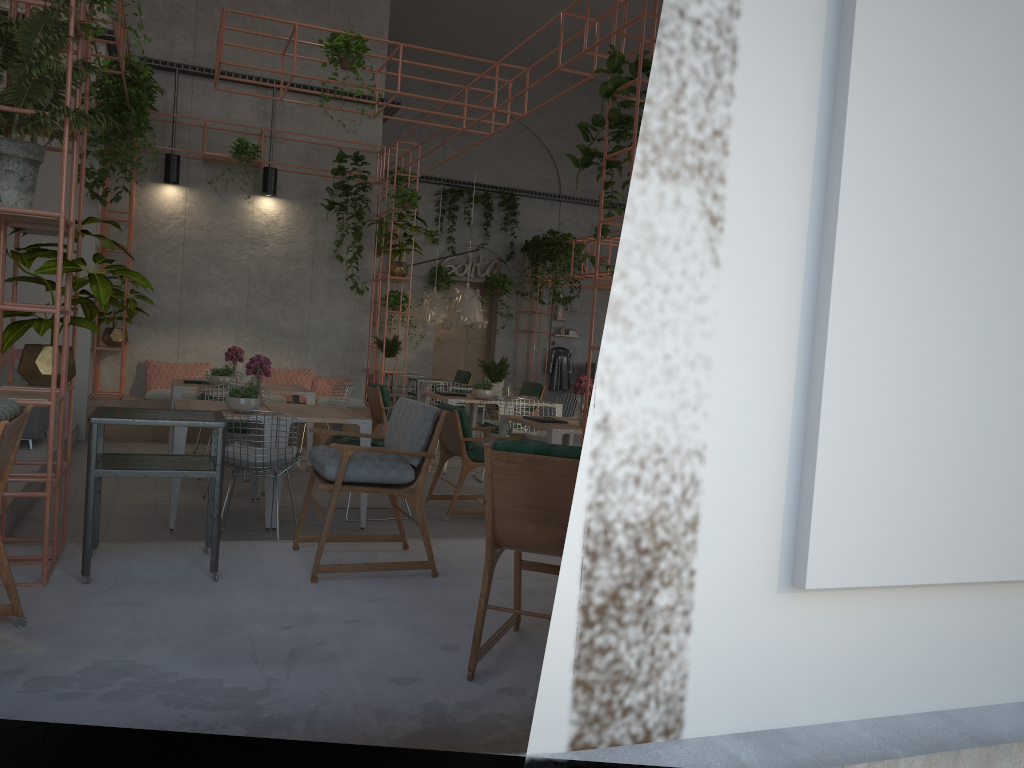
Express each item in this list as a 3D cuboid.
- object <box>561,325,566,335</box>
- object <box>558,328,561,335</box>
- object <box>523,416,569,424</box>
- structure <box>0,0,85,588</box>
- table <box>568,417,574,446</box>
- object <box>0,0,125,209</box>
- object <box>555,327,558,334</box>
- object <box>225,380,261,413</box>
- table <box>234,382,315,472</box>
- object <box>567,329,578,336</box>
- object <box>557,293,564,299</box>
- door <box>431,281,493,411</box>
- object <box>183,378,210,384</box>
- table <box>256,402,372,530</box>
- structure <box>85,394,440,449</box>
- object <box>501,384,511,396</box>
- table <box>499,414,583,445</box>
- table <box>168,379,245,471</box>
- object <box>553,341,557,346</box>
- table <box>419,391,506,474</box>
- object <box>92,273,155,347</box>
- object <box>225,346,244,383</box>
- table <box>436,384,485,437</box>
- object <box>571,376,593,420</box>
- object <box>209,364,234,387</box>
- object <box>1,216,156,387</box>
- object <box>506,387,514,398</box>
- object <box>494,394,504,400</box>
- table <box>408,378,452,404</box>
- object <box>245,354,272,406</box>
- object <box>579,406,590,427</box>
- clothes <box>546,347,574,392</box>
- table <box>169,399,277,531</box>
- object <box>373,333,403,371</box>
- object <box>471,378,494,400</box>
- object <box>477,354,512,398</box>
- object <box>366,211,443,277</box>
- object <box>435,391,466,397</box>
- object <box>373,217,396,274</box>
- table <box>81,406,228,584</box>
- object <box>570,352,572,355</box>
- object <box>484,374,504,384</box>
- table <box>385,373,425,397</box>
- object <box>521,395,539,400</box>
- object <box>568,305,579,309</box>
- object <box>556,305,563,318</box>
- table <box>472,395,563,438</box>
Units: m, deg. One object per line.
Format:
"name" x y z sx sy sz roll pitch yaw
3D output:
"object" 1.108 -1.162 19.107 0.081 0.204 0.081 3 3 -21
"object" 1.030 -1.139 19.069 0.063 0.151 0.063 2 3 -35
"object" 0.295 0.323 7.890 0.268 0.031 0.427 3 3 -21
"structure" -2.301 -0.869 4.032 0.748 3.623 0.722 3 3 -21
"table" 1.043 0.787 8.097 0.694 0.830 1.214 3 3 -21
"object" -2.300 -1.359 4.123 0.894 1.101 0.900 6 3 33
"object" 0.962 -1.151 19.065 0.055 0.164 0.092 4 2 -3
"object" -1.967 0.088 6.491 0.247 0.247 0.252 3 3 -22
"table" -2.604 0.446 9.646 0.694 0.830 1.214 3 3 -21
"object" 1.306 -1.118 19.187 0.219 0.149 0.129 3 3 -21
"object" 1.039 -1.886 19.017 0.133 0.145 0.133 6 3 30
"door" -1.223 -0.821 19.095 1.360 2.729 0.551 3 3 -21
"object" -3.351 -0.030 9.438 0.268 0.031 0.427 3 3 -21
"table" -1.615 0.626 7.102 0.694 0.830 1.214 3 3 -21
"structure" -4.042 0.337 13.975 4.386 0.500 5.831 3 3 -21
"object" -0.132 0.075 10.945 0.165 0.154 0.210 3 3 -32
"table" 0.397 0.752 7.838 0.694 0.830 1.205 3 3 -21
"table" -3.250 0.410 9.387 0.694 0.830 1.205 3 3 -21
"object" 0.923 -0.887 19.107 0.093 0.121 0.049 3 3 -19
"table" -0.627 0.555 10.420 0.694 0.830 1.205 3 3 -21
"object" -4.784 -0.908 10.708 0.934 0.919 0.903 6 3 40
"object" -3.057 -0.214 9.754 0.213 0.414 0.225 3 3 -29
"table" -0.801 0.438 13.642 0.635 0.798 0.602 3 3 -21
"object" 0.659 0.128 8.278 0.213 0.414 0.225 3 3 -29
"object" -2.957 -0.092 9.033 0.248 0.247 0.254 3 3 -21
"object" -2.353 -0.445 4.606 0.934 0.923 0.903 6 3 35
"object" -0.024 0.104 10.759 0.095 0.119 0.095 4 2 3
"object" -0.150 0.143 10.313 0.115 0.078 0.115 3 3 -16
"table" -1.437 0.322 15.273 0.635 0.798 0.602 3 3 -21
"object" -2.064 -0.034 7.206 0.213 0.414 0.225 3 3 -29
"object" 0.689 0.261 7.486 0.247 0.247 0.252 3 3 -22
"clothes" 1.050 -0.304 19.129 0.625 0.997 0.366 2 3 -41
"table" -2.259 0.591 6.844 0.694 0.830 1.205 3 3 -21
"object" -1.678 -0.445 12.011 0.438 0.527 0.368 3 3 -21
"object" -0.334 0.052 10.066 0.248 0.247 0.254 3 3 -21
"object" -0.204 -0.099 10.487 0.438 0.527 0.368 3 3 -21
"object" -1.447 -1.897 11.909 0.934 0.947 0.903 6 3 30
"object" -0.728 0.114 10.471 0.268 0.031 0.427 3 3 -21
"object" -2.680 -2.698 17.258 0.900 1.101 0.894 6 3 38
"table" -1.828 0.550 4.547 0.635 0.798 0.602 3 3 -21
"object" 1.290 -0.614 19.277 0.033 0.146 0.070 6 3 40
"object" -0.223 0.003 10.818 0.241 0.313 0.241 5 3 24
"table" -2.073 0.207 16.905 0.635 0.798 0.602 3 3 -21
"object" 0.213 0.162 10.733 0.218 0.041 0.218 4 3 -13
"object" 1.321 -1.666 19.159 0.263 0.101 0.013 3 3 -21
"object" 1.020 -1.583 19.039 0.136 0.336 0.145 4 2 -7
"table" 0.019 0.590 10.678 0.694 0.830 1.214 3 3 -21
